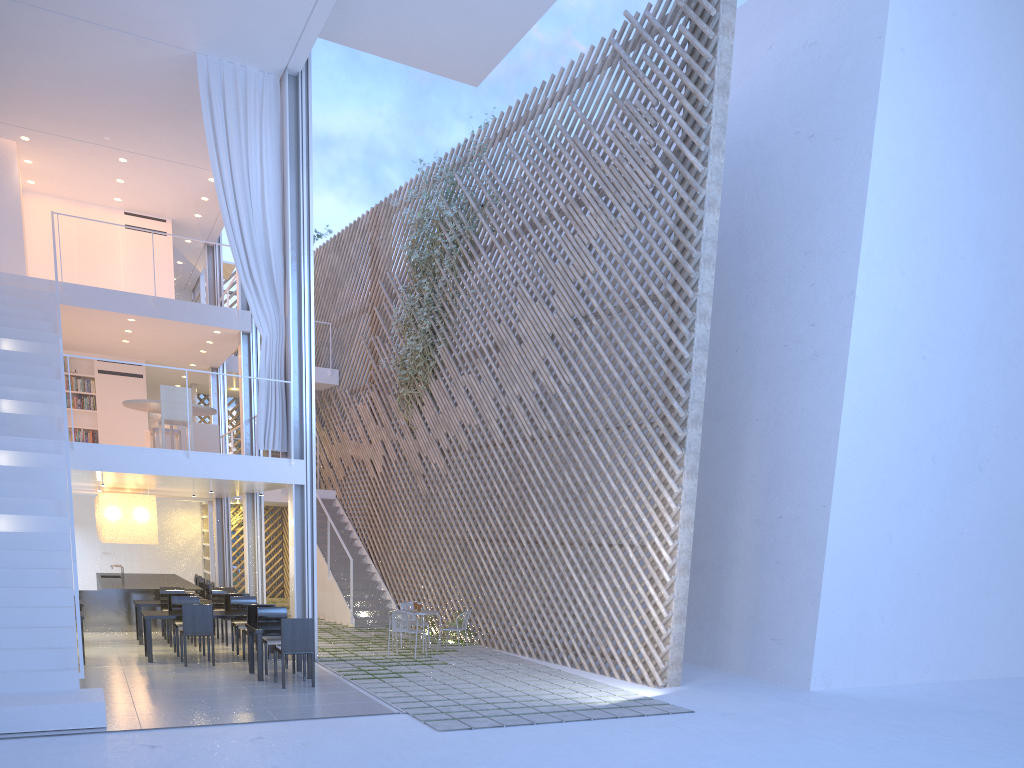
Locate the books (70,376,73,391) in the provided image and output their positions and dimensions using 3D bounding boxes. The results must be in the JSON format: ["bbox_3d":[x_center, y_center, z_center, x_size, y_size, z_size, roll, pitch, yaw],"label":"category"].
[{"bbox_3d":[-4.404,0.000,8.226,0.011,0.158,0.079,-4,9,-28],"label":"books"}]

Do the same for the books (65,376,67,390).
[{"bbox_3d":[-4.449,0.000,8.206,0.015,0.146,0.076,-4,8,-28],"label":"books"}]

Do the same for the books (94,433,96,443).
[{"bbox_3d":[-4.258,0.568,8.407,0.015,0.127,0.090,-4,6,-28],"label":"books"}]

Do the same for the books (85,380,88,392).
[{"bbox_3d":[-3.811,0.525,6.783,0.037,1.660,3.599,-1,-5,-17],"label":"books"}]

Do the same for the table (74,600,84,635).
[{"bbox_3d":[-3.446,1.813,6.241,0.360,0.340,0.345,2,0,-27],"label":"table"}]

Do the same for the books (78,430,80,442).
[{"bbox_3d":[-4.391,0.542,8.345,0.015,0.146,0.076,-4,8,-28],"label":"books"}]

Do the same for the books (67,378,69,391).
[{"bbox_3d":[-3.867,0.513,6.738,0.123,1.659,3.592,-2,-5,-20],"label":"books"}]

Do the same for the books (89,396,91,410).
[{"bbox_3d":[-4.273,0.199,8.323,0.009,0.150,0.087,-4,8,-28],"label":"books"}]

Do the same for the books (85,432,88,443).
[{"bbox_3d":[-4.331,0.557,8.382,0.020,0.134,0.068,-4,8,-28],"label":"books"}]

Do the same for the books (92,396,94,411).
[{"bbox_3d":[-4.249,0.203,8.337,0.011,0.149,0.083,-4,8,-28],"label":"books"}]

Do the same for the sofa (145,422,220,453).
[{"bbox_3d":[-2.857,0.564,7.105,0.501,0.373,0.977,3,-7,-27],"label":"sofa"}]

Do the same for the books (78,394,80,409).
[{"bbox_3d":[-4.358,0.184,8.280,0.015,0.157,0.084,-4,8,-28],"label":"books"}]

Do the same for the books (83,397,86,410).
[{"bbox_3d":[-4.313,0.204,8.303,0.015,0.127,0.090,-4,6,-28],"label":"books"}]

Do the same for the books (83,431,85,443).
[{"bbox_3d":[-4.345,0.550,8.360,0.008,0.138,0.092,-4,7,-28],"label":"books"}]

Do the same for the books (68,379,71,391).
[{"bbox_3d":[-3.890,0.535,6.777,0.030,1.686,3.514,-2,-5,-19],"label":"books"}]

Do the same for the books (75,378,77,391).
[{"bbox_3d":[-4.364,0.014,8.242,0.008,0.138,0.092,-4,7,-28],"label":"books"}]

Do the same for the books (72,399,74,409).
[{"bbox_3d":[-4.413,0.207,8.271,0.020,0.102,0.061,-3,7,-28],"label":"books"}]

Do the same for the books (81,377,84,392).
[{"bbox_3d":[-3.842,0.523,6.786,0.030,1.716,3.559,-1,-5,-17],"label":"books"}]

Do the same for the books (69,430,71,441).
[{"bbox_3d":[-4.460,0.538,8.302,0.015,0.132,0.092,-4,6,-28],"label":"books"}]

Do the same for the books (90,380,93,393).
[{"bbox_3d":[-3.796,0.539,6.802,0.037,1.684,3.592,-1,-5,-16],"label":"books"}]

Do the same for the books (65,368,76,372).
[{"bbox_3d":[-4.397,-0.133,8.200,0.095,0.021,0.063,6,-9,-22],"label":"books"}]

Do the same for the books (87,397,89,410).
[{"bbox_3d":[-4.285,0.203,8.315,0.008,0.138,0.092,-4,7,-28],"label":"books"}]

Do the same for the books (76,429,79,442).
[{"bbox_3d":[-4.402,0.534,8.336,0.011,0.158,0.079,-4,9,-28],"label":"books"}]

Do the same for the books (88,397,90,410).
[{"bbox_3d":[-4.279,0.206,8.319,0.005,0.132,0.093,-4,6,-28],"label":"books"}]

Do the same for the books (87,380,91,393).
[{"bbox_3d":[-3.804,0.525,6.806,0.045,1.649,3.567,-1,-5,-17],"label":"books"}]

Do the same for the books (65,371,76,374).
[{"bbox_3d":[-4.402,-0.111,8.207,0.095,0.021,0.063,7,-10,-27],"label":"books"}]

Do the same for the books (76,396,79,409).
[{"bbox_3d":[-4.372,0.196,8.275,0.015,0.130,0.086,-4,7,-28],"label":"books"}]

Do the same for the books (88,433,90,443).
[{"bbox_3d":[-4.310,0.563,8.385,0.018,0.125,0.083,-4,6,-28],"label":"books"}]

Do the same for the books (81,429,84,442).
[{"bbox_3d":[-4.362,0.540,8.354,0.015,0.157,0.084,-4,8,-28],"label":"books"}]

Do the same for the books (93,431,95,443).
[{"bbox_3d":[-4.271,0.556,8.402,0.011,0.149,0.083,-4,8,-28],"label":"books"}]

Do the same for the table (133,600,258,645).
[{"bbox_3d":[-2.561,1.933,6.696,0.921,0.337,0.345,6,-2,-27],"label":"table"}]

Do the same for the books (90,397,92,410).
[{"bbox_3d":[-4.258,0.204,8.331,0.010,0.145,0.086,-4,7,-28],"label":"books"}]

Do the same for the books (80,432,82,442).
[{"bbox_3d":[-4.375,0.551,8.349,0.015,0.130,0.086,-4,7,-28],"label":"books"}]

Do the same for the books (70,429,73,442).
[{"bbox_3d":[-4.448,0.533,8.310,0.015,0.146,0.086,-4,7,-28],"label":"books"}]

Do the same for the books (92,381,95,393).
[{"bbox_3d":[-3.777,0.531,6.810,0.038,1.657,3.591,-1,-5,-16],"label":"books"}]

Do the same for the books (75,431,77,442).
[{"bbox_3d":[-4.413,0.547,8.327,0.006,0.127,0.092,-4,6,-28],"label":"books"}]

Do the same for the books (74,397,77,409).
[{"bbox_3d":[-4.387,0.195,8.265,0.020,0.127,0.089,-4,6,-28],"label":"books"}]

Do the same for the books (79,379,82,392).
[{"bbox_3d":[-3.825,0.505,6.784,0.029,1.625,3.561,-2,-5,-18],"label":"books"}]

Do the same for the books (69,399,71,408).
[{"bbox_3d":[-4.432,0.204,8.261,0.020,0.102,0.061,-3,7,-28],"label":"books"}]

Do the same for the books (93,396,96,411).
[{"bbox_3d":[-4.236,0.205,8.345,0.020,0.149,0.081,-4,8,-28],"label":"books"}]

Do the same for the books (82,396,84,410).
[{"bbox_3d":[-4.330,0.194,8.300,0.015,0.146,0.076,-4,8,-28],"label":"books"}]

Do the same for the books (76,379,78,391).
[{"bbox_3d":[-3.866,0.533,6.782,0.025,1.692,3.539,-2,-5,-18],"label":"books"}]

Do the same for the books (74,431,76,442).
[{"bbox_3d":[-4.425,0.545,8.322,0.020,0.127,0.089,-4,6,-28],"label":"books"}]

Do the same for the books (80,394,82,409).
[{"bbox_3d":[-4.341,0.187,8.291,0.011,0.158,0.079,-4,9,-28],"label":"books"}]

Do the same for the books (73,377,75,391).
[{"bbox_3d":[-3.870,0.528,6.788,0.023,1.706,3.514,-2,-5,-19],"label":"books"}]

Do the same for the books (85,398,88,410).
[{"bbox_3d":[-4.300,0.208,8.314,0.018,0.125,0.083,-4,6,-28],"label":"books"}]

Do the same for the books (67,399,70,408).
[{"bbox_3d":[-4.451,0.202,8.252,0.020,0.102,0.061,-3,7,-28],"label":"books"}]

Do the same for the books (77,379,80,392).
[{"bbox_3d":[-3.820,0.523,6.781,0.034,1.659,3.572,-2,-5,-19],"label":"books"}]

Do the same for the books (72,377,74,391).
[{"bbox_3d":[-3.863,0.527,6.792,0.023,1.711,3.506,-2,-5,-20],"label":"books"}]

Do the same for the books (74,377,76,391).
[{"bbox_3d":[-3.860,0.527,6.793,0.023,1.711,3.511,-2,-5,-19],"label":"books"}]
